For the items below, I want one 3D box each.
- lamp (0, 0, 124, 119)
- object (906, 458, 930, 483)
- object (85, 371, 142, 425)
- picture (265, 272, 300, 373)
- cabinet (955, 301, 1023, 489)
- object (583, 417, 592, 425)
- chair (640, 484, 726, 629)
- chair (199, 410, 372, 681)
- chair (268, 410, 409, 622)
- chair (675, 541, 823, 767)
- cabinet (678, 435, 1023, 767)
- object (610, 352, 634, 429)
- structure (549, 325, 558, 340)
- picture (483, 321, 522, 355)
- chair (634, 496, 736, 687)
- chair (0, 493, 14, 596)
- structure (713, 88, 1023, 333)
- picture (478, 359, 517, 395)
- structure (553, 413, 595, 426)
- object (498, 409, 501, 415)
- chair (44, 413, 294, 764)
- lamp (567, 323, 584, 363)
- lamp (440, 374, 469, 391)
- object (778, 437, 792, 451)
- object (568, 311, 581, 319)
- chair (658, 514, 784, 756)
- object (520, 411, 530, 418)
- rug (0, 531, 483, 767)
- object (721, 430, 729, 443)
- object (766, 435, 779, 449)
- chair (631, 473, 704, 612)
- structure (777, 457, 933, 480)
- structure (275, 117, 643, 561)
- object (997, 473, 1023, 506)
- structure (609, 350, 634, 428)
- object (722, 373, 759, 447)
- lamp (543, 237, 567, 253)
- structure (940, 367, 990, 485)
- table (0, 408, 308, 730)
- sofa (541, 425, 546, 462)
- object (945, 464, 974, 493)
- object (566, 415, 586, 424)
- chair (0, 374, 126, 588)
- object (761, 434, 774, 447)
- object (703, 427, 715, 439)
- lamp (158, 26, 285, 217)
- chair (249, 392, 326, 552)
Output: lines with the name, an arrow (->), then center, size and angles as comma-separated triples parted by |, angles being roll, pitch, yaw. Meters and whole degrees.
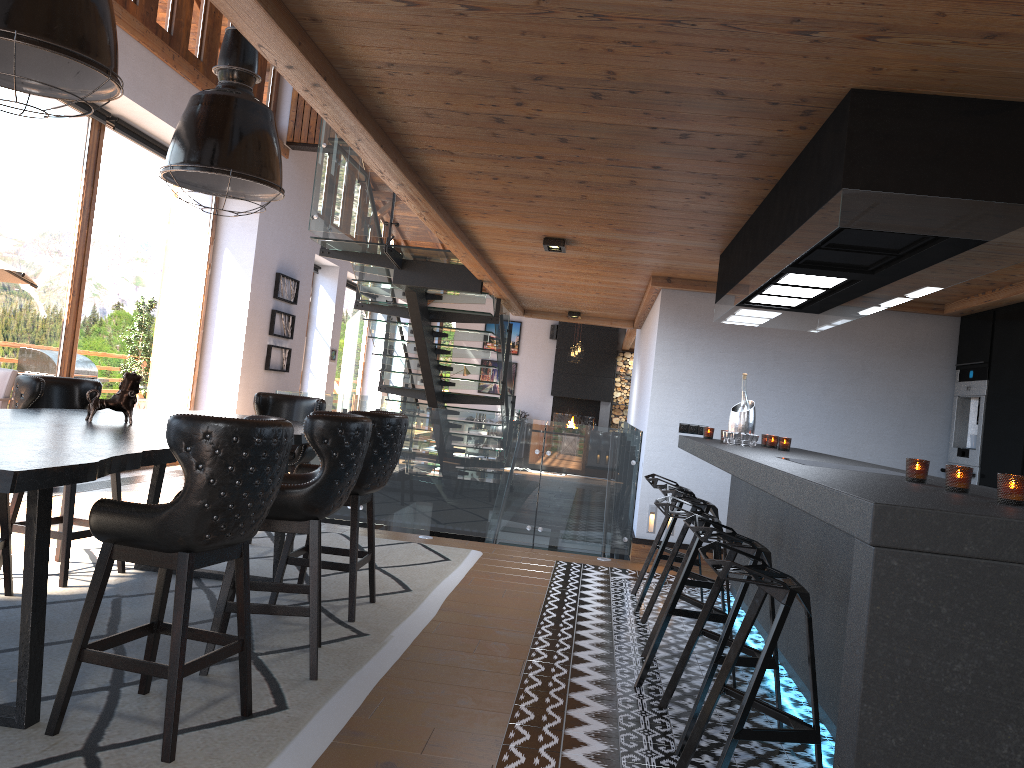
lamp -> -1.411, -3.254, 3.068 | 0.628, 4.687, 0.614 | 8, -2, -40
object -> 1.440, 0.308, 3.152 | 0.080, 0.081, 0.078 | 7, -2, -40
object -> -1.832, 0.058, 4.070 | 0.223, 0.254, 0.115 | 7, -2, -32
picture -> -3.157, -0.826, 12.208 | 0.059, 1.313, 0.775 | 6, -2, 6
cabinet -> 3.472, 0.499, 3.999 | 0.542, 2.381, 6.440 | 6, -1, 6
object -> 1.744, 1.259, 20.311 | 0.311, 1.018, 0.304 | 8, -2, -39
chair -> 1.026, 1.019, 5.021 | 0.469, 0.840, 0.539 | 6, -2, 2
chair -> -0.946, 0.656, 3.812 | 0.570, 1.092, 0.502 | 7, -2, -11
chair -> -0.899, 0.676, 4.776 | 0.567, 1.092, 0.504 | 6, -2, 4
chair -> 0.782, 0.957, 2.758 | 0.468, 0.840, 0.540 | 6, -2, 6
cabinet -> 1.404, 0.918, 4.268 | 0.887, 1.104, 4.808 | 6, -1, 6
object -> 2.558, 0.555, 20.795 | 0.493, 2.613, 0.467 | 6, -2, 5
structure -> 1.011, -1.235, 21.153 | 0.213, 0.349, 0.214 | 6, -2, 5
picture -> -0.240, -1.136, 21.323 | 0.878, 0.816, 0.036 | 6, -2, 5
chair -> 0.877, 0.991, 4.245 | 0.467, 0.840, 0.541 | 6, -2, 11
chair -> -2.603, 0.477, 4.037 | 0.570, 1.092, 0.502 | 7, -2, -11
structure -> 1.609, -0.671, 4.504 | 0.709, 0.476, 3.255 | 6, -1, 6
picture -> -0.349, -0.147, 21.291 | 0.878, 0.816, 0.036 | 6, -2, 5
structure -> 1.431, 0.977, 20.722 | 0.980, 0.514, 0.184 | 6, -2, 5
object -> -0.200, 0.767, 20.902 | 0.261, 0.532, 0.423 | 7, -2, -26
chair -> -1.092, 0.637, 3.000 | 0.565, 1.092, 0.506 | 6, -2, 14
lamp -> 1.403, -1.546, 18.329 | 0.262, 2.203, 0.801 | 6, -2, -3
lamp -> -1.543, 0.452, 20.206 | 0.522, 1.900, 1.333 | 5, -2, 26
object -> 1.667, 0.368, 5.424 | 0.080, 0.081, 0.078 | 7, -2, -30
object -> 0.777, -0.864, 11.007 | 0.155, 0.068, 0.261 | 6, -1, 6
chair -> 0.887, 0.980, 3.528 | 0.469, 0.840, 0.539 | 6, -2, 2
object -> 0.234, 0.842, 20.932 | 0.338, 0.455, 0.337 | 5, -2, 31
rug -> -1.744, 1.127, 4.394 | 2.547, 0.047, 5.640 | 6, -1, 5
object -> 1.409, 0.346, 5.826 | 0.080, 0.081, 0.078 | 7, -2, -30
object -> 1.705, 0.379, 5.806 | 0.080, 0.081, 0.078 | 7, -2, -30
chair -> 1.059, 1.035, 5.777 | 0.468, 0.840, 0.539 | 6, -2, 5
structure -> 1.458, 0.371, 3.857 | 0.503, 0.017, 0.611 | 6, -1, 5
structure -> -3.103, 0.674, 9.551 | 9.193, 6.401, 11.043 | 6, -1, 5
object -> 1.367, 0.288, 2.422 | 0.080, 0.081, 0.078 | 7, -2, -40
structure -> 2.565, 0.549, 20.785 | 0.501, 2.618, 0.512 | 6, -2, 5
object -> 1.455, 0.161, 5.571 | 0.225, 0.453, 0.225 | 6, -2, 5
lamp -> 0.305, -0.990, 6.282 | 0.155, 0.068, 0.261 | 6, -1, 6
structure -> 3.599, 0.354, 6.912 | 0.255, 0.946, 0.598 | 6, -2, 6
table -> -1.786, 0.660, 4.091 | 1.426, 0.950, 3.803 | 6, -1, 6
sofa -> 0.836, 1.178, 16.106 | 2.562, 0.838, 1.241 | 6, -1, 4
object -> 1.404, 0.298, 2.787 | 0.080, 0.081, 0.078 | 7, -2, -40
object -> 1.283, 0.906, 17.622 | 0.404, 0.808, 0.623 | 6, -2, 17
chair -> -2.458, 0.516, 4.848 | 0.565, 1.092, 0.506 | 6, -2, 14
object -> 1.724, 0.384, 5.995 | 0.080, 0.081, 0.078 | 7, -2, -30
object -> 1.441, 0.361, 6.498 | 0.078, 0.081, 0.080 | 5, -2, 40
lamp -> -1.253, -3.212, 4.654 | 0.628, 4.687, 0.614 | 8, -2, -40
chair -> -1.603, 0.619, 6.083 | 0.503, 1.092, 0.569 | 6, -2, 4
